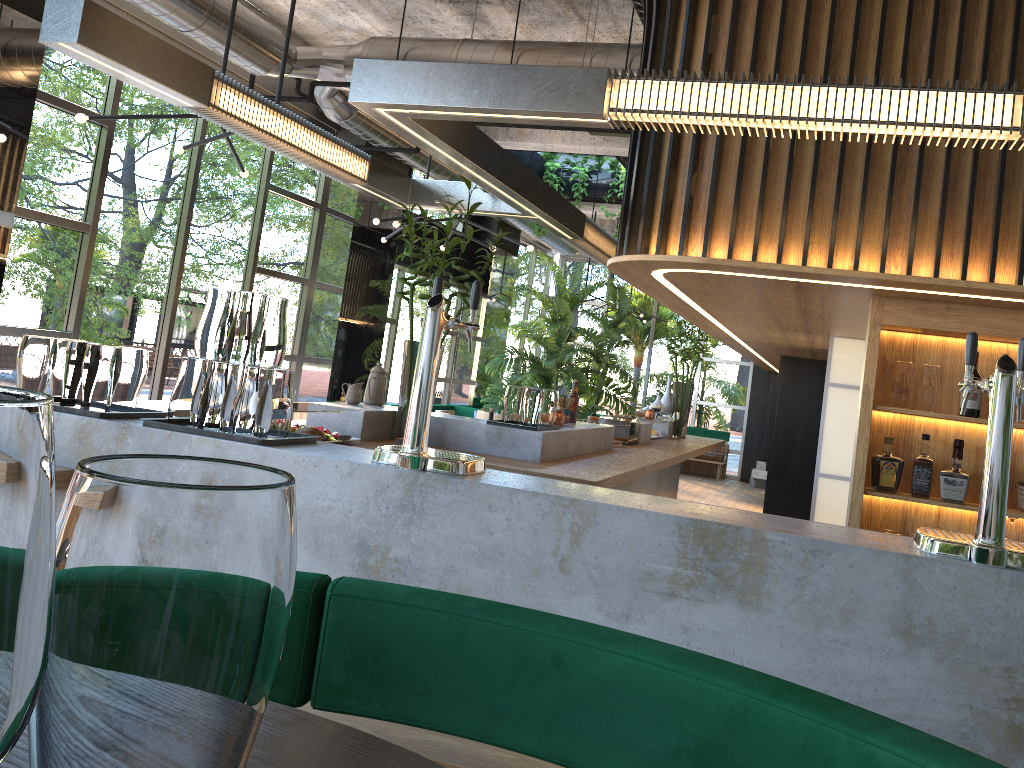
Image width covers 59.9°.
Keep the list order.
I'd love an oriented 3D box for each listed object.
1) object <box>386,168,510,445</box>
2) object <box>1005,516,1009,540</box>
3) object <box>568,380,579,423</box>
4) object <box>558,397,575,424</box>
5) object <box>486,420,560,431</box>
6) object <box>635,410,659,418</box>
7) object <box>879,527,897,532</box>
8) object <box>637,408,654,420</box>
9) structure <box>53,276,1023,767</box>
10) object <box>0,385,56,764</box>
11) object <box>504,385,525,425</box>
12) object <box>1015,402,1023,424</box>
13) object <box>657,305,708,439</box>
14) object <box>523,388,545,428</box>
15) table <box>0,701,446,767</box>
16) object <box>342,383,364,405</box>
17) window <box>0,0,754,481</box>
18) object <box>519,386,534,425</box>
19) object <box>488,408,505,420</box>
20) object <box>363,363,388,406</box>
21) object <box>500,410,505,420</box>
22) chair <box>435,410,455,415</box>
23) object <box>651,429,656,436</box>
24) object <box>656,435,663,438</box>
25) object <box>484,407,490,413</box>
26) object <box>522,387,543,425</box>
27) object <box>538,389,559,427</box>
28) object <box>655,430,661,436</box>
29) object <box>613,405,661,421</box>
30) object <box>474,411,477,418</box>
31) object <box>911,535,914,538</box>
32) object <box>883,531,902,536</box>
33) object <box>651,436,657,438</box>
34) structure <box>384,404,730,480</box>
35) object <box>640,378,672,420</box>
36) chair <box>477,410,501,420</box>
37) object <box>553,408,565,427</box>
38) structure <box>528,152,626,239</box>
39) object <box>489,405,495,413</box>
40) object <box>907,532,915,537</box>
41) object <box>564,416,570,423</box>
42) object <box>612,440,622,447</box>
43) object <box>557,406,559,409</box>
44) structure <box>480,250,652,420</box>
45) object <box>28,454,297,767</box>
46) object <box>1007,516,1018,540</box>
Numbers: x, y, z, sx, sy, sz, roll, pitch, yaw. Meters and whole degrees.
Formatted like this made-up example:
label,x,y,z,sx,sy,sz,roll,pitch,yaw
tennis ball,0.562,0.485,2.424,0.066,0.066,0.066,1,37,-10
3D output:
label,x,y,z,sx,sy,sz,roll,pitch,yaw
object,-0.380,-0.460,4.503,0.654,1.557,0.599,6,-4,23
object,2.185,0.694,3.936,0.094,0.246,0.090,8,-4,-11
object,0.392,0.109,5.685,0.078,0.278,0.071,10,-5,-36
object,0.323,0.161,5.521,0.107,0.162,0.103,10,-3,-38
object,0.065,0.216,4.681,0.266,0.019,0.446,8,1,18
object,1.234,0.277,8.091,0.186,0.073,0.234,8,1,38
object,1.706,0.765,4.052,0.109,0.210,0.101,10,-4,-37
object,1.167,0.258,7.720,0.159,0.107,0.087,8,-2,-27
structure,1.857,0.784,5.315,5.714,1.736,7.268,8,1,18
object,-0.197,0.122,0.262,0.096,0.246,0.088,11,-5,-44
object,0.009,0.115,4.588,0.109,0.210,0.101,9,-4,-28
object,2.235,0.129,3.860,0.088,0.093,0.089,7,-2,8
object,1.608,-0.272,8.288,0.607,1.557,0.645,10,-4,-34
object,0.106,0.128,4.548,0.109,0.210,0.101,9,-4,-28
table,-0.445,0.596,0.126,1.096,0.754,1.100,7,-1,3
object,-0.844,0.046,4.727,0.097,0.120,0.089,6,-3,26
window,-0.802,-2.003,7.253,4.049,6.515,20.765,7,0,20
object,0.084,0.120,4.809,0.109,0.210,0.101,9,-4,-28
object,-0.091,0.244,4.942,0.067,0.216,0.170,4,-4,43
object,-0.750,-0.002,4.918,0.120,0.235,0.210,8,-2,-13
object,-0.059,0.249,5.010,0.072,0.211,0.068,9,-4,-15
chair,-0.358,0.711,6.540,0.563,0.974,0.528,9,-3,-22
object,1.219,0.429,7.883,0.133,0.068,0.136,7,0,18
object,1.215,0.456,7.893,0.239,0.017,0.248,8,1,16
object,-0.318,0.405,11.247,0.109,0.210,0.101,10,-4,-38
object,0.102,0.125,4.677,0.109,0.210,0.101,10,-4,-38
object,0.194,0.135,4.786,0.109,0.210,0.101,9,-4,-28
object,1.272,0.439,7.954,0.139,0.057,0.068,8,-1,35
object,1.049,0.232,7.484,0.205,0.135,0.824,7,1,25
object,-0.422,0.427,11.557,0.233,0.139,0.232,7,0,2
object,1.788,0.778,3.906,0.109,0.210,0.101,10,-4,-37
object,1.677,0.763,3.936,0.109,0.210,0.101,10,-4,-37
object,1.123,0.449,7.644,0.238,0.017,0.249,8,1,18
structure,-0.093,0.599,6.789,5.897,1.553,20.515,8,1,19
object,1.400,0.132,8.318,0.326,0.399,0.308,8,-2,-24
chair,-0.078,0.733,7.324,0.523,0.974,0.568,5,-4,41
object,0.227,0.184,5.054,0.159,0.107,0.087,8,-2,-27
structure,1.299,-2.668,12.337,1.469,1.523,2.079,9,-2,-43
object,-0.265,0.390,11.413,0.093,0.246,0.092,8,-4,1
object,1.819,0.780,4.013,0.109,0.210,0.101,10,-4,-37
object,0.239,0.199,5.269,0.186,0.073,0.234,8,1,38
object,0.620,0.404,6.194,0.311,0.037,0.286,6,1,-44
object,0.295,0.265,6.019,0.077,0.233,0.071,11,-5,-39
structure,0.867,-0.299,13.729,2.423,3.452,2.669,7,-2,3
object,1.053,0.120,2.128,0.101,0.504,4.301,5,-1,35
object,2.145,0.691,3.824,0.096,0.246,0.088,11,-5,-44
